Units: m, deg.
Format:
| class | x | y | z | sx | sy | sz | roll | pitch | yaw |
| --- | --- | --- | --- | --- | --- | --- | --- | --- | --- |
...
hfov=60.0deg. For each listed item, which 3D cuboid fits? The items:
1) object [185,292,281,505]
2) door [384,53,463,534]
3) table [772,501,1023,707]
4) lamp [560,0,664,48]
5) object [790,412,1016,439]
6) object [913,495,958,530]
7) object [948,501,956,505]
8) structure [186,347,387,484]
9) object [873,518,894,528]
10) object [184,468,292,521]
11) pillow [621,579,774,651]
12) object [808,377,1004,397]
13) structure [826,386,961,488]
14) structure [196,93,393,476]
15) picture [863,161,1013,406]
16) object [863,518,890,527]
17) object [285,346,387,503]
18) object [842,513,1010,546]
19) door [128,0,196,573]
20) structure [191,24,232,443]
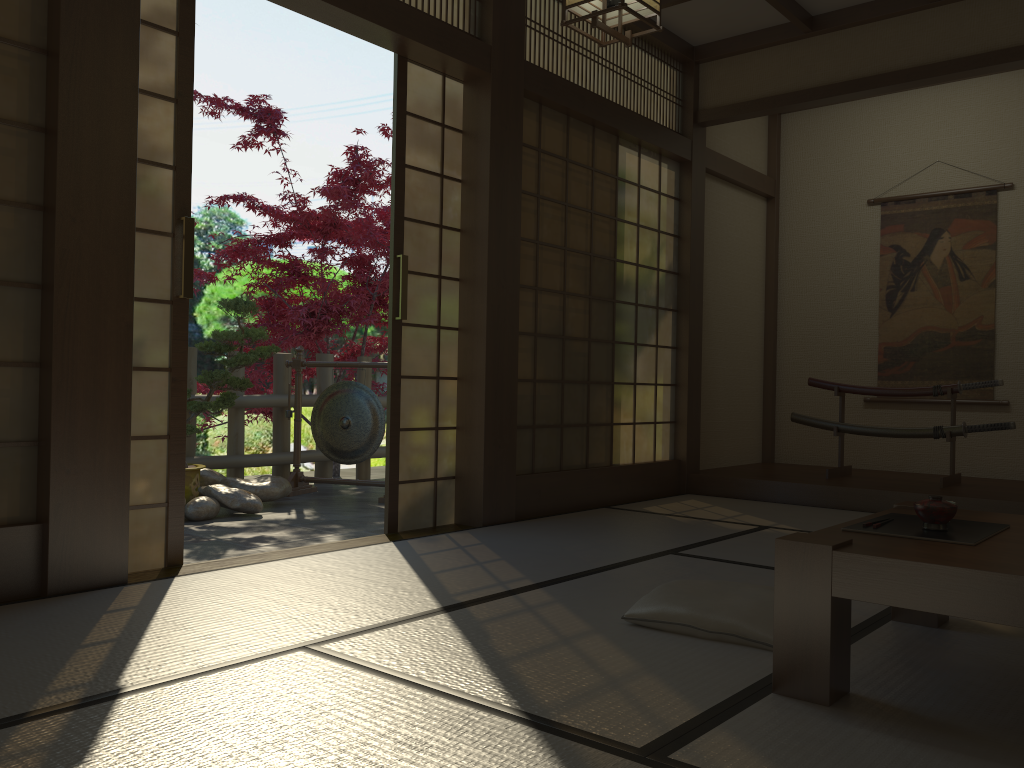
| class | x | y | z | sx | sy | sz | roll | pitch | yaw |
| --- | --- | --- | --- | --- | --- | --- | --- | --- | --- |
| object | -1.947 | 0.094 | 5.537 | 1.032 | 1.362 | 0.586 | 1 | 0 | -24 |
| door | 0.057 | -0.394 | 4.852 | 0.073 | 2.380 | 1.894 | 1 | 0 | 40 |
| table | 1.295 | 0.539 | 2.071 | 1.000 | 0.350 | 1.000 | 1 | 0 | 40 |
| lamp | 0.324 | -1.646 | 2.770 | 0.240 | 1.129 | 0.240 | 1 | 0 | 40 |
| object | 2.454 | 0.274 | 5.678 | 1.369 | 0.144 | 0.100 | 1 | 0 | 41 |
| object | 1.054 | 0.320 | 2.209 | 0.100 | 0.080 | 0.100 | 1 | 0 | 40 |
| object | 1.139 | 0.339 | 2.360 | 0.074 | 0.052 | 0.073 | 1 | 0 | -7 |
| structure | -2.468 | 0.295 | 5.907 | 0.245 | 1.136 | 7.456 | 1 | 0 | 40 |
| object | 0.963 | 0.357 | 2.294 | 0.008 | 0.008 | 0.200 | 1 | 0 | 36 |
| object | -1.984 | 0.645 | 5.483 | 1.147 | 0.276 | 1.260 | 1 | 0 | 36 |
| pillow | 0.648 | 0.667 | 2.638 | 0.486 | 0.107 | 0.496 | 1 | 0 | 33 |
| object | 2.476 | 0.022 | 5.663 | 1.186 | 0.121 | 0.086 | 1 | 0 | 41 |
| structure | 2.465 | 0.323 | 5.724 | 0.712 | 0.604 | 0.446 | 1 | 0 | 40 |
| structure | -1.364 | -1.061 | 8.635 | 3.412 | 4.004 | 3.045 | 1 | 0 | 42 |
| picture | 2.991 | -0.720 | 6.268 | 0.952 | 1.725 | 0.038 | 1 | 0 | 40 |
| object | 0.950 | 0.357 | 2.306 | 0.008 | 0.008 | 0.200 | 1 | 0 | 40 |
| object | -1.153 | 0.263 | 6.232 | 1.045 | 1.061 | 0.368 | 1 | 0 | 18 |
| object | 1.062 | 0.366 | 2.264 | 0.300 | 0.007 | 0.400 | 1 | 0 | 40 |
| door | -1.810 | -0.442 | 2.605 | 0.073 | 2.380 | 1.894 | 1 | 0 | 40 |
| structure | -3.585 | -1.119 | 5.833 | 3.412 | 4.004 | 3.045 | 1 | 0 | -18 |
